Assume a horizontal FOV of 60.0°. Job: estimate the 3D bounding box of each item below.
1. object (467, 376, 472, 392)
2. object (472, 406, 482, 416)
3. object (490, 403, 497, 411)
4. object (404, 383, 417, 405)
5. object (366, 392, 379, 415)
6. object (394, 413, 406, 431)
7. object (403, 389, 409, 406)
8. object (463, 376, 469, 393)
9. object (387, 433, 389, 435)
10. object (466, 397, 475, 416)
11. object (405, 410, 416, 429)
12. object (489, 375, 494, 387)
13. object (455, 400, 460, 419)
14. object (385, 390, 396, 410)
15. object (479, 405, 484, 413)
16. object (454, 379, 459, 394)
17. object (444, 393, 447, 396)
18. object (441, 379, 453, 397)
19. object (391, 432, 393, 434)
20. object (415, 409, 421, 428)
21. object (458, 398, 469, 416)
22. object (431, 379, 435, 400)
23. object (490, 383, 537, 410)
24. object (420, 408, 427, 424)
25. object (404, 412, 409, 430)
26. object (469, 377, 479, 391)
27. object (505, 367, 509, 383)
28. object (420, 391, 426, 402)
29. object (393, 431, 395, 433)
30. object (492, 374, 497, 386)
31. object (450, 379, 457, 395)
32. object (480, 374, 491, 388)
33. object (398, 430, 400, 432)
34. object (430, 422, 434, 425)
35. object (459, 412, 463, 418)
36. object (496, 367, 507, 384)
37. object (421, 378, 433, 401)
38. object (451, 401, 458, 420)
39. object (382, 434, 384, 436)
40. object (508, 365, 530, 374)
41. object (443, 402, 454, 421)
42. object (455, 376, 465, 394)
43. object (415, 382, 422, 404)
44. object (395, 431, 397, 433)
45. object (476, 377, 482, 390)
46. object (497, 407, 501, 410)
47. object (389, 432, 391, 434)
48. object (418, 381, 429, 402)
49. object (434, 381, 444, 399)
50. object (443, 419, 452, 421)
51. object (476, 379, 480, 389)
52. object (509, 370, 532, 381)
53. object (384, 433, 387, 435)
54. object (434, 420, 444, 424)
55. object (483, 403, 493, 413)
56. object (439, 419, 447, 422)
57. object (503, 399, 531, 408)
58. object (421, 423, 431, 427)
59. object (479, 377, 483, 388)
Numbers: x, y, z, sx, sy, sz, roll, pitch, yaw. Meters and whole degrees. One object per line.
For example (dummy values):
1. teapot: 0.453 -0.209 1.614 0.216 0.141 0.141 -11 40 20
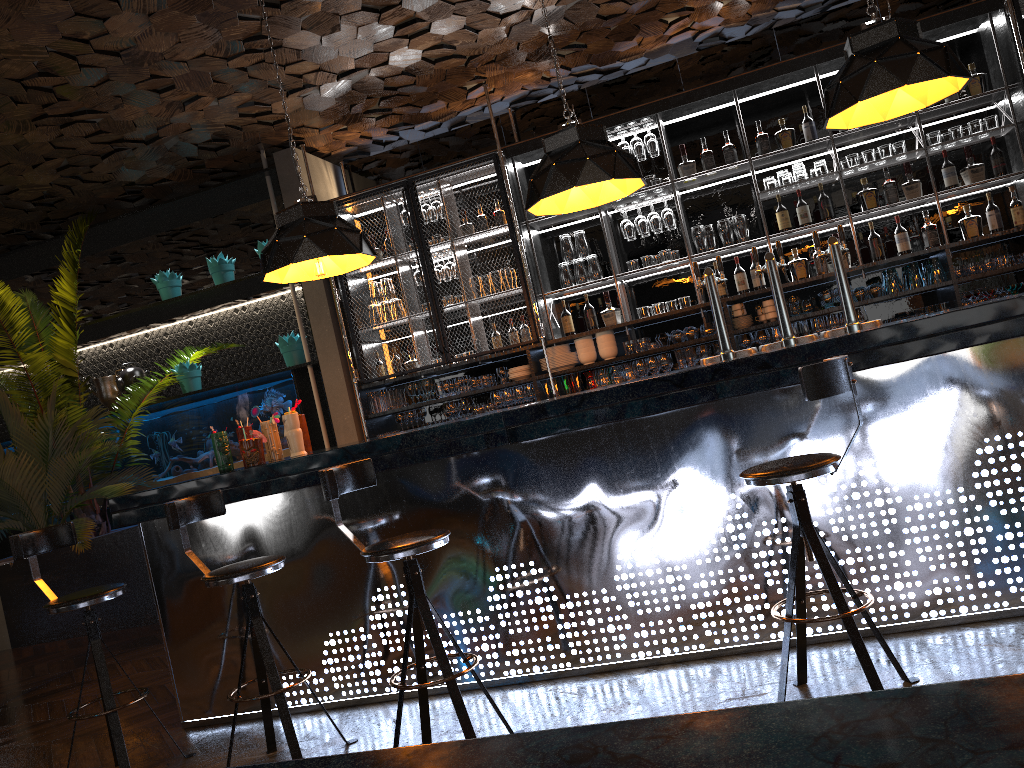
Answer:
1. object: -0.354 0.003 7.091 0.074 0.131 0.074 -13 -1 28
2. object: -0.272 0.249 6.946 0.074 0.146 0.065 -13 -1 -8
3. object: -0.153 0.224 7.028 0.065 0.146 0.074 -13 -1 38
4. object: -0.795 0.081 7.029 0.087 0.170 0.087 -12 -1 -24
5. object: -1.125 0.154 7.143 0.067 0.174 0.067 -13 -1 24
6. object: -0.877 0.346 7.079 0.091 0.227 0.091 -12 -1 -22
7. object: -0.895 0.117 7.379 0.051 0.152 0.058 -12 -1 -24
8. object: -0.376 0.006 7.007 0.074 0.131 0.074 -13 -1 28
9. object: -0.998 0.443 7.168 0.031 0.098 0.031 -13 -1 -11
10. object: -0.334 0.224 7.124 0.088 0.229 0.077 -13 -1 17
11. object: -0.789 0.326 7.052 0.091 0.227 0.091 -13 -1 38
12. object: -0.187 -0.019 7.048 0.078 0.099 0.078 -12 -1 -17
13. object: -0.445 0.249 7.117 0.077 0.229 0.088 -13 -1 31
14. object: -0.973 0.130 7.093 0.051 0.152 0.058 -13 -1 20
15. object: -0.246 0.245 7.046 0.065 0.146 0.074 -13 -1 28
16. object: -0.443 0.023 7.207 0.081 0.132 0.081 -12 -1 -13
17. object: -0.535 0.044 7.180 0.081 0.132 0.081 -12 -1 -13
18. object: -0.508 0.034 6.966 0.081 0.132 0.081 -12 -1 -13
19. object: -0.977 0.440 7.239 0.031 0.098 0.031 -12 -1 -29
20. object: -0.760 0.321 7.151 0.091 0.227 0.091 -12 -1 -21
21. object: -0.369 0.230 7.006 0.088 0.229 0.077 -13 -1 15
22. object: -0.651 0.052 7.222 0.087 0.170 0.087 -12 -1 -24
23. object: 0.036 0.138 6.906 0.376 0.227 0.186 -13 -1 14
24. object: -0.726 0.315 7.263 0.091 0.227 0.091 -12 -1 -22
25. object: -0.846 0.341 7.182 0.091 0.227 0.091 -12 -1 -35
26. object: -0.297 0.001 6.896 0.078 0.103 0.078 -12 -1 -32
27. object: -0.058 -0.064 7.100 0.074 0.131 0.074 -13 -1 28
28. object: -0.732 0.070 7.257 0.087 0.170 0.087 -12 -1 -24
29. object: -0.965 0.438 7.278 0.031 0.098 0.031 -13 -1 37
30. object: -0.161 -0.024 7.128 0.078 0.099 0.078 -12 -1 -17
31. object: -0.480 0.030 7.083 0.081 0.132 0.081 -12 -1 -13
32. object: -0.205 -0.018 6.863 0.078 0.099 0.078 -12 -1 -17
33. object: -0.939 0.434 7.384 0.031 0.098 0.031 -13 -1 20
34. object: -0.644 0.359 7.120 0.093 0.101 0.093 -12 -1 -24
35. object: -0.419 0.245 7.206 0.077 0.229 0.088 -13 -1 -10
36. object: -0.077 -0.063 6.922 0.074 0.131 0.074 -13 -1 28
37. object: -0.656 0.048 6.978 0.087 0.170 0.087 -12 -1 -24
38. object: -0.463 0.251 7.037 0.088 0.229 0.077 -12 -1 -25
39. object: -1.036 0.452 7.167 0.033 0.101 0.033 -13 -1 -4
40. object: 0.071 -0.104 6.859 0.209 0.060 0.211 -12 -1 -30
41. object: -0.488 0.256 6.950 0.088 0.229 0.077 -13 -1 29
42. object: -0.402 0.010 6.924 0.074 0.131 0.074 -13 -1 28
43. object: -0.764 0.075 7.143 0.087 0.170 0.087 -12 -1 -24
44. object: -0.955 0.436 7.311 0.031 0.098 0.031 -12 -1 -43
45. object: -0.274 -0.001 7.072 0.078 0.103 0.078 -12 -1 -32
46. object: -0.122 0.219 7.126 0.074 0.146 0.065 -13 -1 38
47. object: -0.984 0.441 7.205 0.031 0.098 0.031 -12 -1 -23
48. object: -0.689 0.058 7.082 0.087 0.170 0.087 -12 -1 -24
49. object: -0.573 0.050 7.038 0.081 0.132 0.081 -12 -1 -13
50. object: -0.516 0.331 7.190 0.093 0.101 0.093 -13 -1 30
51. object: -0.297 0.003 6.984 0.078 0.103 0.078 -12 -1 -32
52. object: 0.079 -0.064 6.858 0.211 0.060 0.209 -12 -1 -25
53. object: -1.007 0.445 7.131 0.031 0.098 0.031 -12 -1 -36
54. object: -0.569 0.339 6.990 0.093 0.101 0.093 -12 -1 -22
55. object: -0.181 0.228 6.925 0.074 0.146 0.065 -13 -1 10
56. object: -0.547 0.336 7.094 0.093 0.101 0.093 -13 -1 36
57. object: 0.087 0.130 7.094 0.376 0.227 0.186 -13 -1 14
58. object: -0.672 0.363 7.019 0.093 0.101 0.093 -12 -1 -17
59. object: -0.212 -0.015 6.959 0.078 0.099 0.078 -12 -1 -17
